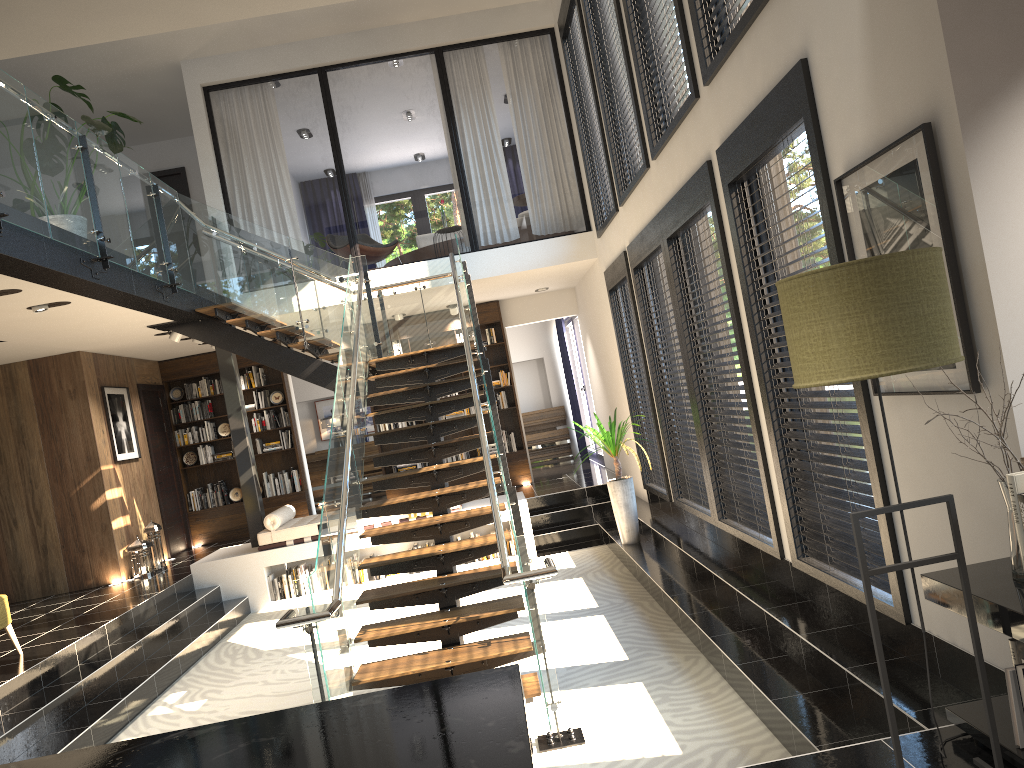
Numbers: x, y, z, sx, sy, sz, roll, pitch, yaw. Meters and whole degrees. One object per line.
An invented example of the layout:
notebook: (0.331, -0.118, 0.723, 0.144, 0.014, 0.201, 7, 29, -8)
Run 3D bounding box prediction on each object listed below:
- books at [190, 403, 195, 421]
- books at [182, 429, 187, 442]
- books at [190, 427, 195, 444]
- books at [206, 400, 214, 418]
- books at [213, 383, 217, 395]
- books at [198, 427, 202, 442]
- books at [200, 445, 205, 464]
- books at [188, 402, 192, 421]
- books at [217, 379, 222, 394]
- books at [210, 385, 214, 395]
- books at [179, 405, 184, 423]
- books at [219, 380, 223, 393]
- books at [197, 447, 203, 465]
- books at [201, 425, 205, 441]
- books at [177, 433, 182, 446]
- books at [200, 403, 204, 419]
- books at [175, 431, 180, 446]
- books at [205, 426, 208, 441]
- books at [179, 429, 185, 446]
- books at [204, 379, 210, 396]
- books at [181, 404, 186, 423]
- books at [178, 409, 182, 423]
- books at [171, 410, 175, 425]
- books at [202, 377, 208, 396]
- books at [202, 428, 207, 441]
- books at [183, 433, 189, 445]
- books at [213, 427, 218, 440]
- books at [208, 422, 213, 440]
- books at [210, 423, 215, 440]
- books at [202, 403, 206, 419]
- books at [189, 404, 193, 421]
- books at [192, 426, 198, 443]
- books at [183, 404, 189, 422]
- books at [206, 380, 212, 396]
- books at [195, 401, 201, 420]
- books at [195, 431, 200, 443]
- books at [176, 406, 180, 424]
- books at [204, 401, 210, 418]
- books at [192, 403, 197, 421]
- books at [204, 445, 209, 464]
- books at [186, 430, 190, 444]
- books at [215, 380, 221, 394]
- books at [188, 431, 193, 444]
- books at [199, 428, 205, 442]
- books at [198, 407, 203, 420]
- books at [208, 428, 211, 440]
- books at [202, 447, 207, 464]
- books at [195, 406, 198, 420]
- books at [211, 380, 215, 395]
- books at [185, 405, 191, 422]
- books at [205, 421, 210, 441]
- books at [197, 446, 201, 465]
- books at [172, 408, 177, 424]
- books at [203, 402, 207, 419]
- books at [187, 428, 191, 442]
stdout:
books: (-4.560, 0.400, 12.708, 0.019, 0.264, 0.175, -10, 0, -2)
books: (-4.694, 0.762, 12.751, 0.018, 0.232, 0.123, -10, 0, -2)
books: (-4.559, 0.735, 12.736, 0.036, 0.235, 0.169, -10, 0, -2)
books: (-4.335, 0.357, 12.747, 0.035, 0.266, 0.133, -10, 0, -2)
books: (-4.236, 0.068, 12.732, 0.029, 0.172, 0.187, -10, -1, -2)
books: (-4.463, 0.727, 12.740, 0.053, 0.216, 0.151, -10, 0, -2)
books: (-4.421, 1.012, 12.711, 0.018, 0.275, 0.144, -10, 0, -2)
books: (-4.598, 0.395, 12.729, 0.015, 0.287, 0.154, -10, 0, -2)
books: (-4.180, 0.037, 12.746, 0.039, 0.212, 0.172, -10, 0, -2)
books: (-4.299, 0.092, 12.772, 0.040, 0.149, 0.126, -10, 0, -2)
books: (-4.705, 0.431, 12.713, 0.035, 0.255, 0.183, -10, 0, -2)
books: (-4.148, 0.036, 12.733, 0.023, 0.202, 0.201, -10, -1, -2)
books: (-4.441, 1.024, 12.700, 0.026, 0.257, 0.192, -10, 0, -2)
books: (-4.413, 0.704, 12.734, 0.020, 0.243, 0.154, -10, 0, -2)
books: (-4.742, 0.790, 12.731, 0.045, 0.192, 0.164, -10, 0, -2)
books: (-4.425, 0.388, 12.746, 0.028, 0.240, 0.148, -10, 0, -2)
books: (-4.782, 0.782, 12.735, 0.030, 0.224, 0.166, -10, 0, -2)
books: (-4.363, 0.709, 12.748, 0.027, 0.214, 0.159, -10, 0, -2)
books: (-4.712, 0.763, 12.703, 0.022, 0.235, 0.194, -10, 0, -2)
books: (-4.356, 0.053, 12.739, 0.020, 0.245, 0.228, -10, 0, -2)
books: (-4.679, 0.420, 12.710, 0.022, 0.267, 0.198, -10, 0, -2)
books: (-4.730, 0.462, 12.713, 0.025, 0.204, 0.192, -10, 0, -2)
books: (-4.842, 0.477, 12.733, 0.023, 0.215, 0.148, -10, 0, -2)
books: (-4.374, 0.039, 12.714, 0.012, 0.278, 0.228, -10, 0, -2)
books: (-4.386, 0.724, 12.723, 0.025, 0.193, 0.172, -10, 0, -2)
books: (-4.660, 0.787, 12.732, 0.037, 0.169, 0.148, -10, 0, -2)
books: (-4.260, 0.707, 12.741, 0.015, 0.181, 0.136, -10, 0, -2)
books: (-4.307, 0.676, 12.729, 0.021, 0.260, 0.197, -10, 0, -2)
books: (-4.284, 0.680, 12.751, 0.023, 0.244, 0.133, -10, 0, -2)
books: (-4.403, 0.388, 12.734, 0.014, 0.230, 0.172, -10, 0, -2)
books: (-4.579, 0.408, 12.727, 0.018, 0.256, 0.172, -10, 0, -2)
books: (-4.528, 0.728, 12.717, 0.026, 0.237, 0.164, -10, 0, -2)
books: (-4.655, 0.419, 12.716, 0.027, 0.260, 0.181, -10, 0, -2)
books: (-4.336, 0.055, 12.750, 0.020, 0.235, 0.206, -10, 0, -2)
books: (-4.481, 0.381, 12.720, 0.033, 0.273, 0.189, -10, 0, -2)
books: (-4.497, 0.758, 12.731, 0.026, 0.167, 0.173, -10, -1, -2)
books: (-4.780, 0.446, 12.737, 0.066, 0.255, 0.127, -10, 0, -2)
books: (-4.364, 0.365, 12.745, 0.025, 0.263, 0.147, -10, 0, -2)
books: (-4.535, 0.400, 12.736, 0.032, 0.255, 0.160, -10, 0, -2)
books: (-4.369, 1.007, 12.733, 0.024, 0.265, 0.148, -10, 0, -2)
books: (-4.637, 0.763, 12.754, 0.018, 0.208, 0.126, -10, 0, -2)
books: (-4.213, 0.044, 12.752, 0.027, 0.212, 0.180, -10, 0, -2)
books: (-4.588, 0.768, 12.721, 0.035, 0.180, 0.165, -10, 0, -2)
books: (-4.426, 0.725, 12.706, 0.016, 0.205, 0.204, -10, -1, -2)
books: (-4.445, 0.417, 12.709, 0.025, 0.188, 0.181, -10, -1, -2)
books: (-4.322, 0.704, 12.740, 0.018, 0.210, 0.157, -10, 0, -2)
books: (-4.394, 1.023, 12.738, 0.031, 0.245, 0.120, -10, 0, -2)
books: (-4.505, 0.412, 12.733, 0.024, 0.220, 0.123, -10, 0, -2)
books: (-4.271, 0.052, 12.764, 0.030, 0.217, 0.165, -10, 0, -2)
books: (-4.620, 0.421, 12.698, 0.039, 0.243, 0.179, -10, 0, -2)
books: (-4.346, 0.670, 12.725, 0.018, 0.284, 0.198, -10, 0, -2)
books: (-4.466, 1.026, 12.735, 0.020, 0.264, 0.152, -10, 0, -2)
books: (-4.821, 0.465, 12.716, 0.023, 0.231, 0.143, -10, 0, -2)
books: (-4.386, 0.379, 12.740, 0.024, 0.242, 0.144, -10, 0, -2)
books: (-4.621, 0.746, 12.748, 0.019, 0.236, 0.139, -10, 0, -2)
